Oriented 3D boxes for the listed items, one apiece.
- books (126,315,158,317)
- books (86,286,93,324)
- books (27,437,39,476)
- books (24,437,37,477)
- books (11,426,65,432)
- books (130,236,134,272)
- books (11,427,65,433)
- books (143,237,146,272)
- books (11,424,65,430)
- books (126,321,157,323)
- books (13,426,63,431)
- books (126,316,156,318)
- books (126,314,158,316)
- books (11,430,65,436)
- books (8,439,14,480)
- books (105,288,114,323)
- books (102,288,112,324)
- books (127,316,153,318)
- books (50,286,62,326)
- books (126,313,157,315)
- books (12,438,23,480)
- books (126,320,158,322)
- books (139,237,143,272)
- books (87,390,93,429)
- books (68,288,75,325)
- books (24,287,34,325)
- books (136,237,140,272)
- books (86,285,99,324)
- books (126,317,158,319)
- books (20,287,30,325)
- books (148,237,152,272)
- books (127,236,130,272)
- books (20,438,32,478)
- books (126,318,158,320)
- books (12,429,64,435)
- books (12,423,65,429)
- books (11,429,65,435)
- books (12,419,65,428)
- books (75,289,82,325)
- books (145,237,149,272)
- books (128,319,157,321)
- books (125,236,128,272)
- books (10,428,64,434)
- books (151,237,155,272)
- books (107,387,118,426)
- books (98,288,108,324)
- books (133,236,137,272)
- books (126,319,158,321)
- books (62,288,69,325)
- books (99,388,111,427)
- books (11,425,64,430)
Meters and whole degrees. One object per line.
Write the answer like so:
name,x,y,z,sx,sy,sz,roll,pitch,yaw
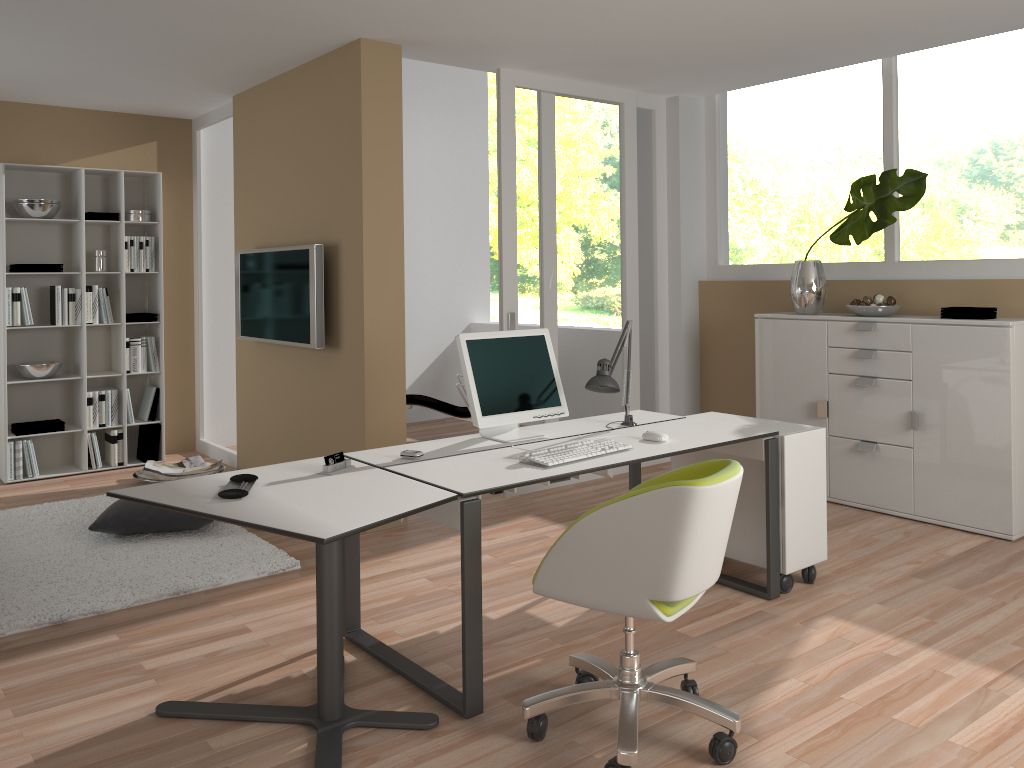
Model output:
books,-2.787,-0.511,6.548,0.211,0.008,0.298,-6,9,-38
books,-3.056,-0.567,6.305,0.053,0.272,0.208,-1,2,-38
books,-3.316,0.493,6.077,0.058,0.257,0.208,-1,2,-38
books,-3.319,0.497,6.054,0.058,0.257,0.208,-1,2,-38
books,-3.291,0.300,6.113,0.298,0.006,0.211,-6,9,-38
books,-2.820,-0.952,6.471,0.020,0.258,0.208,-1,2,-38
books,-3.291,0.306,6.113,0.298,0.006,0.211,-6,9,-38
books,-2.755,-0.959,6.526,0.020,0.258,0.208,-1,2,-38
books,-3.294,0.284,6.115,0.298,0.008,0.211,-6,9,-38
books,-2.791,-0.467,6.546,0.211,0.007,0.298,-6,9,-38
books,-3.291,0.295,6.111,0.298,0.006,0.211,-6,9,-37
books,-2.791,-0.500,6.546,0.211,0.006,0.298,-6,9,-37
books,-2.789,-0.516,6.543,0.211,0.007,0.298,-6,9,-38
books,-3.292,0.328,6.110,0.298,0.007,0.211,-6,9,-38
books,-3.421,0.507,5.984,0.040,0.258,0.208,-1,2,-38
books,-2.952,-0.573,6.398,0.058,0.257,0.208,-1,2,-38
books,-2.956,-0.568,6.375,0.058,0.257,0.208,-1,2,-38
books,-2.787,-0.506,6.548,0.211,0.008,0.298,-6,9,-38
books,-3.200,-0.552,6.178,0.040,0.275,0.208,-1,2,-38
books,-2.787,-0.521,6.543,0.211,0.006,0.298,-6,9,-38
books,-3.381,0.504,6.008,0.040,0.258,0.208,-1,2,-38
books,-2.789,-0.472,6.547,0.211,0.006,0.298,-6,9,-38
books,-2.767,-0.957,6.508,0.020,0.258,0.208,-1,2,-38
books,-3.037,0.177,6.283,0.040,0.258,0.208,-1,2,-38
books,-3.131,-0.550,6.225,0.040,0.258,0.208,-1,2,-38
books,-3.349,-0.538,6.068,0.058,0.257,0.208,-1,2,-38
books,-2.788,-0.955,6.498,0.020,0.258,0.208,-1,2,-38
books,-3.020,-0.573,6.335,0.040,0.275,0.208,-1,2,-38
books,-2.789,-0.494,6.545,0.211,0.006,0.298,-6,9,-38
books,-3.360,-0.535,6.044,0.060,0.259,0.208,-1,2,-38
books,-2.721,-0.963,6.551,0.020,0.258,0.208,-1,2,-38
books,-2.839,-0.950,6.460,0.020,0.258,0.208,-1,2,-38
books,-3.342,0.497,6.041,0.060,0.259,0.208,-1,2,-38
books,-2.789,-0.489,6.545,0.211,0.006,0.298,-6,9,-38
books,-3.292,0.317,6.112,0.298,0.006,0.211,-6,9,-38
books,-3.289,0.278,6.113,0.298,0.007,0.211,-6,9,-38
books,-3.292,0.323,6.112,0.298,0.006,0.211,-6,9,-38
books,-3.289,0.273,6.115,0.298,0.006,0.211,-6,9,-38
books,-3.103,-0.551,6.256,0.040,0.251,0.208,-1,2,-38
books,-2.737,-0.961,6.537,0.020,0.258,0.208,-1,2,-38
books,-2.791,-0.484,6.548,0.211,0.007,0.298,-6,9,-39
books,-2.851,-0.948,6.442,0.020,0.258,0.208,-1,2,-38
books,-3.294,0.311,6.111,0.298,0.007,0.211,-6,9,-40
books,-2.704,-0.964,6.564,0.020,0.258,0.208,-1,2,-38
books,-2.909,0.163,6.390,0.040,0.258,0.208,-1,2,-38
books,-2.979,-0.568,6.362,0.060,0.259,0.208,-1,2,-38
books,-2.805,-0.953,6.485,0.020,0.258,0.208,-1,2,-38
books,-2.790,-0.477,6.546,0.211,0.006,0.298,-6,9,-38
books,-3.167,-0.547,6.204,0.040,0.258,0.208,-1,2,-38
books,-2.943,0.166,6.364,0.040,0.258,0.208,-1,2,-38
books,-3.294,0.289,6.115,0.298,0.008,0.211,-6,9,-38
